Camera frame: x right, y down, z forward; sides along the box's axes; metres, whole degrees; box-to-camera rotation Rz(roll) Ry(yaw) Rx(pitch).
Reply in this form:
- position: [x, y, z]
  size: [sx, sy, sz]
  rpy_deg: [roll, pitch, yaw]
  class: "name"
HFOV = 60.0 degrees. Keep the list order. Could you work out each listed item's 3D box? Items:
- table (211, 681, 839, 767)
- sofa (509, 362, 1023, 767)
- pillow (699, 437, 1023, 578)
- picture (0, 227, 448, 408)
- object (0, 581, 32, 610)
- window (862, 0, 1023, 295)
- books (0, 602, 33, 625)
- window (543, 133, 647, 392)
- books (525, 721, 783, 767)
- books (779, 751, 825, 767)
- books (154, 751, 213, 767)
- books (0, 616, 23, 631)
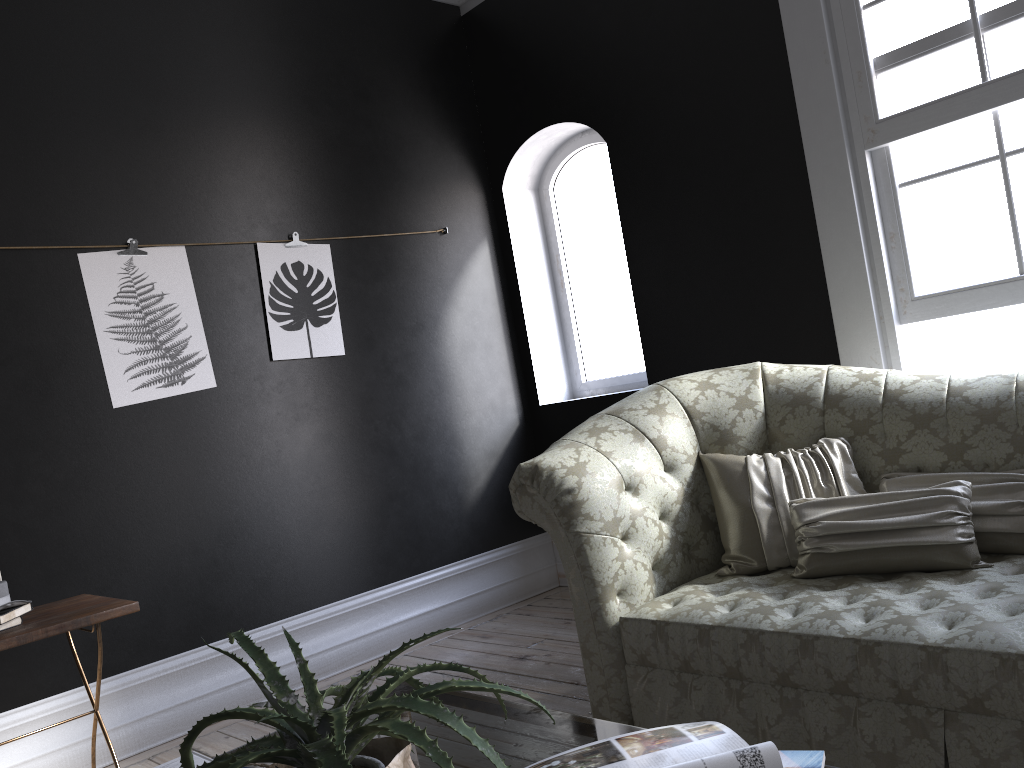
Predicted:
- position: [-0.121, 0.933, 1.168]
  size: [1.091, 0.558, 1.451]
  rpy_deg: [-9, -1, -43]
  class: "table"
- position: [1.491, 0.397, 2.572]
  size: [1.603, 1.161, 2.818]
  rpy_deg: [-10, -1, -42]
  class: "sofa"
- position: [1.102, 0.379, 2.877]
  size: [0.528, 0.416, 1.107]
  rpy_deg: [-10, -1, -43]
  class: "pillow"
- position: [-1.914, -0.249, 3.515]
  size: [4.449, 0.771, 0.058]
  rpy_deg: [-9, 0, -43]
  class: "picture"
- position: [-1.698, 0.692, 2.815]
  size: [0.258, 0.087, 0.328]
  rpy_deg: [-10, -1, 13]
  class: "object"
- position: [1.888, -1.225, 3.118]
  size: [0.056, 1.672, 1.265]
  rpy_deg: [-10, 0, -43]
  class: "window"
- position: [-1.720, 0.754, 2.826]
  size: [0.289, 0.030, 0.193]
  rpy_deg: [-10, -1, -2]
  class: "books"
- position: [0.566, -0.722, 5.205]
  size: [0.112, 1.457, 0.741]
  rpy_deg: [-10, 0, -43]
  class: "window"
- position: [0.152, 0.514, 1.157]
  size: [0.322, 0.109, 0.273]
  rpy_deg: [-10, -1, -8]
  class: "books"
- position: [0.214, 0.516, 1.105]
  size: [0.319, 0.011, 0.252]
  rpy_deg: [-10, -1, 24]
  class: "books"
- position: [-0.567, 0.689, 1.466]
  size: [0.220, 0.024, 0.308]
  rpy_deg: [-9, -1, -43]
  class: "books"
- position: [-1.744, 0.788, 2.835]
  size: [0.269, 0.029, 0.202]
  rpy_deg: [-10, -1, 27]
  class: "books"
